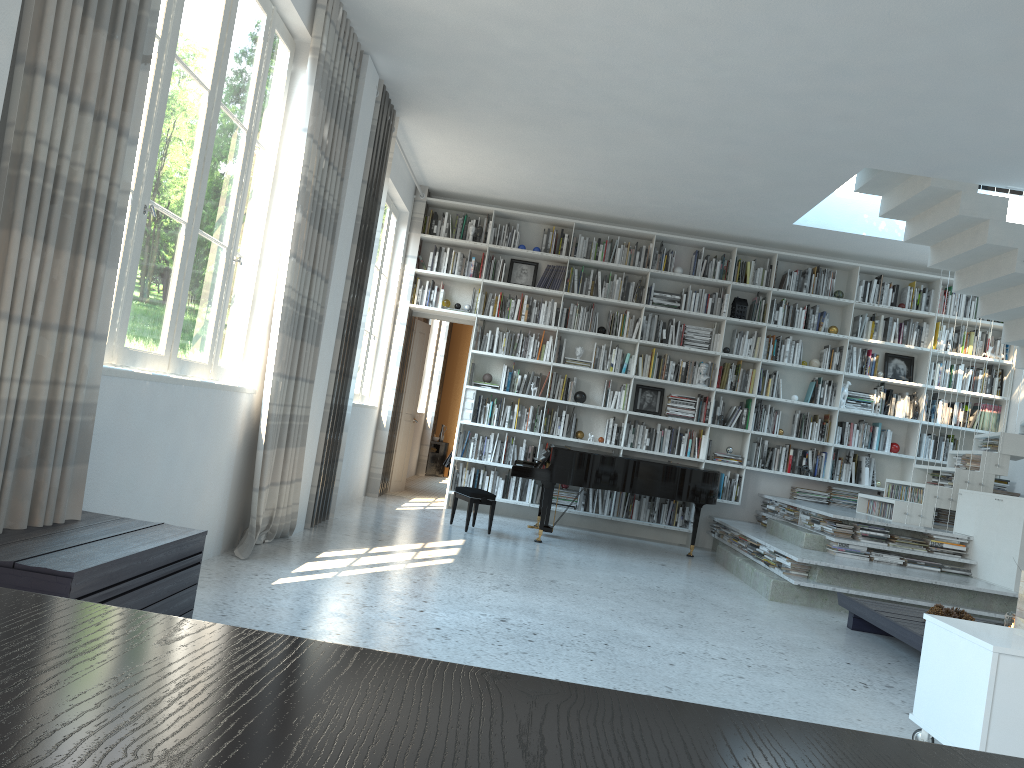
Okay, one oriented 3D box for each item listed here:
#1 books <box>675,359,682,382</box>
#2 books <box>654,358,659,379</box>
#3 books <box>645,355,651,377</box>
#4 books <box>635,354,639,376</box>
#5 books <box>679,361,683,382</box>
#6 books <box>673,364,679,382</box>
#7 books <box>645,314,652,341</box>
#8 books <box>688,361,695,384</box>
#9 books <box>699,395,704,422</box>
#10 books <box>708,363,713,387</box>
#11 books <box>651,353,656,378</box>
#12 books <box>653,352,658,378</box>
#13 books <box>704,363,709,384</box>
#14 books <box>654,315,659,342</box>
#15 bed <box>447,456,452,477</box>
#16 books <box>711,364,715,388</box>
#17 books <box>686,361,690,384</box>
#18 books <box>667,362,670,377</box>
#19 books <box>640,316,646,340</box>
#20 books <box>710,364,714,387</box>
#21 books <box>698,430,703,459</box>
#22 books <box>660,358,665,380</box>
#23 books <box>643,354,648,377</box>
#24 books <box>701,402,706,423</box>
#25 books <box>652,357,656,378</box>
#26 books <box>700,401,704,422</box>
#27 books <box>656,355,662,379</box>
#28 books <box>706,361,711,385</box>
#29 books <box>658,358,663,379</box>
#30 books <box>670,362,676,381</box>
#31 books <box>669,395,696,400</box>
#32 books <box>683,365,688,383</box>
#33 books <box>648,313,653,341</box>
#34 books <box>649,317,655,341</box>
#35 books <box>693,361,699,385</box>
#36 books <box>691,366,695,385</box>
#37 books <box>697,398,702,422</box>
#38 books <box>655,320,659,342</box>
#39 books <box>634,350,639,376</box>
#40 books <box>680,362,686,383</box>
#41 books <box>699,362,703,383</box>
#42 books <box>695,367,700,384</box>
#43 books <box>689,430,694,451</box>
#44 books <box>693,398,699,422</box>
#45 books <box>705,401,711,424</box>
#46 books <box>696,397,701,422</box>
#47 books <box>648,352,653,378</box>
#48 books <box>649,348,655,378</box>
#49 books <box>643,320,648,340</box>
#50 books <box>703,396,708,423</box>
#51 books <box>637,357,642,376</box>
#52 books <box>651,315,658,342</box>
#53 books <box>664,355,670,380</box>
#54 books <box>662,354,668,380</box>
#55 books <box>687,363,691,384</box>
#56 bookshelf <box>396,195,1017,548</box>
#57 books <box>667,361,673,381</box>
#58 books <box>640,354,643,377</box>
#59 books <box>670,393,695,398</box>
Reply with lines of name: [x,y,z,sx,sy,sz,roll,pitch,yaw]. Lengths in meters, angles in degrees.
books: [1.733,-0.131,9.233,0.014,0.258,0.161,9,-2,2]
books: [1.493,-0.153,9.249,0.024,0.228,0.147,9,-2,2]
books: [1.409,-0.173,9.246,0.029,0.240,0.155,9,-2,2]
books: [1.298,-0.188,9.259,0.011,0.235,0.142,9,-2,2]
books: [1.743,-0.117,9.228,0.010,0.234,0.175,9,-2,2]
books: [1.697,-0.106,9.242,0.050,0.199,0.145,9,-2,2]
books: [1.410,-0.575,9.250,0.026,0.297,0.179,9,-2,2]
books: [1.855,-0.112,9.224,0.025,0.258,0.150,9,-2,2]
books: [1.953,0.261,9.218,0.011,0.288,0.152,9,-2,2]
books: [2.049,-0.085,9.220,0.014,0.266,0.154,9,-2,2]
books: [1.456,-0.180,9.213,0.015,0.266,0.189,9,-2,2]
books: [1.480,-0.183,9.228,0.010,0.280,0.170,9,-2,2]
books: [2.005,-0.088,9.227,0.025,0.259,0.130,9,-2,2]
books: [1.496,-0.563,9.251,0.011,0.300,0.179,9,-2,2]
bed: [0.099,0.964,12.584,1.770,1.179,2.175,9,-2,2]
books: [2.081,-0.078,9.238,0.023,0.264,0.107,9,-2,2]
books: [1.811,-0.113,9.207,0.012,0.245,0.186,9,-2,2]
books: [1.617,-0.146,9.245,0.011,0.251,0.130,9,-2,2]
books: [1.356,-0.568,9.253,0.026,0.267,0.171,9,-2,2]
books: [2.063,-0.080,9.231,0.014,0.261,0.137,9,-2,2]
books: [1.941,0.623,9.207,0.011,0.300,0.149,9,-2,2]
books: [1.558,-0.147,9.241,0.025,0.236,0.137,9,-2,2]
books: [1.383,-0.181,9.252,0.026,0.248,0.139,9,-2,2]
books: [1.976,0.300,9.221,0.021,0.217,0.132,9,-2,2]
books: [1.468,-0.166,9.245,0.010,0.244,0.149,9,-2,2]
books: [1.961,0.290,9.224,0.013,0.232,0.134,9,-2,2]
books: [1.522,-0.164,9.255,0.028,0.259,0.134,9,-2,2]
books: [2.031,-0.094,9.237,0.025,0.279,0.108,9,-2,2]
books: [1.539,-0.147,9.234,0.012,0.228,0.169,9,-2,2]
books: [1.658,-0.121,9.231,0.030,0.214,0.168,9,-2,2]
books: [1.768,0.139,9.222,0.254,0.012,0.161,9,-3,-1]
books: [1.787,-0.094,9.217,0.029,0.200,0.178,9,-2,2]
books: [1.432,-0.578,9.269,0.014,0.313,0.133,9,-2,2]
books: [1.447,-0.554,9.242,0.025,0.266,0.185,9,-2,2]
books: [1.901,-0.105,9.232,0.024,0.259,0.126,9,-2,2]
books: [1.874,-0.082,9.238,0.022,0.206,0.114,9,-2,2]
books: [1.939,0.275,9.219,0.013,0.256,0.163,9,-2,2]
books: [1.503,-0.537,9.252,0.011,0.252,0.153,9,-2,2]
books: [1.291,-0.212,9.261,0.010,0.282,0.140,9,-2,2]
books: [1.761,-0.110,9.216,0.029,0.224,0.185,9,-2,2]
books: [1.954,-0.098,9.238,0.014,0.263,0.135,9,-2,2]
books: [1.925,-0.072,9.228,0.035,0.201,0.149,9,-2,2]
books: [1.851,0.618,9.218,0.010,0.284,0.132,9,-2,2]
books: [1.904,0.270,9.212,0.012,0.254,0.161,9,-2,2]
books: [2.014,0.299,9.193,0.034,0.229,0.199,9,-2,2]
books: [1.917,0.268,9.209,0.011,0.260,0.184,9,-2,2]
books: [1.433,-0.191,9.258,0.010,0.284,0.136,9,-2,2]
books: [1.446,-0.208,9.215,0.014,0.317,0.188,9,-2,2]
books: [1.379,-0.544,9.268,0.027,0.228,0.147,9,-2,2]
books: [1.996,0.271,9.205,0.011,0.279,0.186,9,-2,2]
books: [1.327,-0.171,9.232,0.053,0.208,0.156,9,-2,2]
books: [1.476,-0.563,9.259,0.029,0.295,0.151,9,-2,2]
books: [1.599,-0.158,9.219,0.028,0.267,0.190,9,-2,2]
books: [1.580,-0.168,9.234,0.013,0.283,0.177,9,-2,2]
books: [1.829,-0.101,9.243,0.025,0.230,0.143,9,-2,2]
bookshelf: [1.850,0.107,9.161,6.296,3.141,0.330,9,-2,1]
books: [1.632,-0.126,9.231,0.024,0.216,0.175,9,-2,2]
books: [1.348,-0.184,9.244,0.042,0.242,0.162,9,-2,2]
books: [1.770,0.127,9.221,0.254,0.012,0.161,9,-3,6]
